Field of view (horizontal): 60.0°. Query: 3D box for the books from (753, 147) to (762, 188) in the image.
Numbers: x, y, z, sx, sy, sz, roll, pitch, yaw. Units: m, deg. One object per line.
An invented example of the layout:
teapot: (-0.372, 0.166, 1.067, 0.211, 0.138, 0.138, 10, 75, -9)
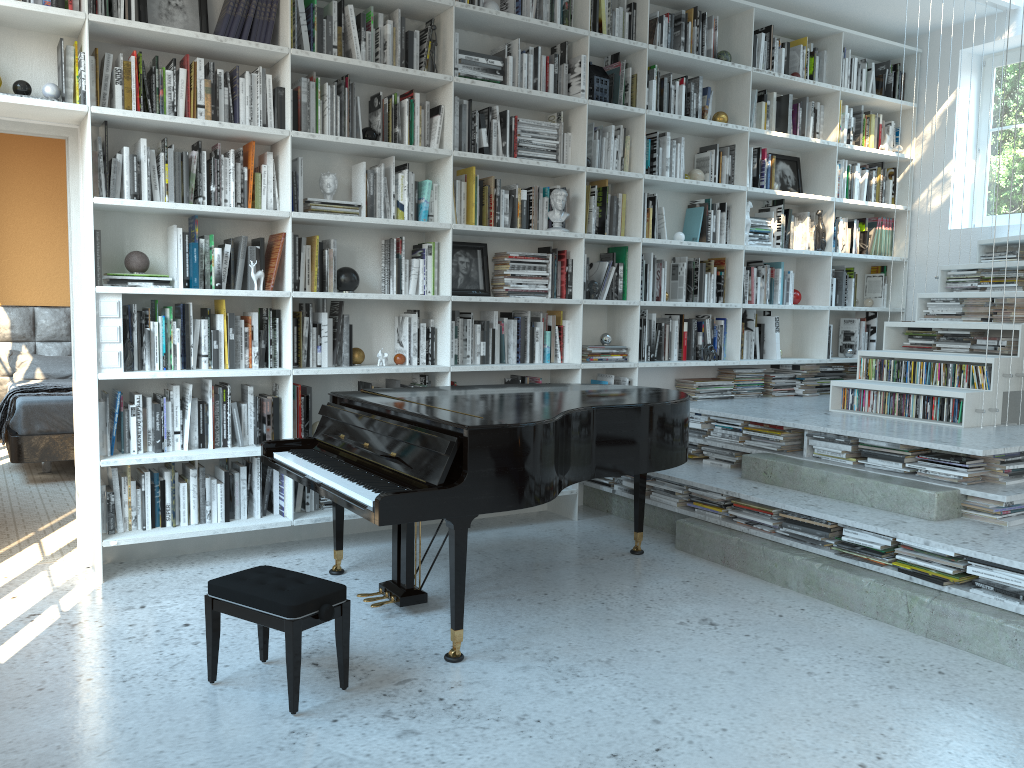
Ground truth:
books: (1.580, -1.412, 5.885, 0.012, 0.288, 0.176, -2, 6, -31)

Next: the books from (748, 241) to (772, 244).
books: (1.571, -0.944, 5.930, 0.285, 0.012, 0.159, -1, 5, -26)

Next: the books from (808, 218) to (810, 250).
books: (2.001, -1.034, 6.174, 0.041, 0.239, 0.176, -2, 6, -31)

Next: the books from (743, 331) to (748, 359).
books: (1.526, -0.265, 5.986, 0.030, 0.188, 0.139, -2, 6, -31)

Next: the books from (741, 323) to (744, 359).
books: (1.493, -0.290, 5.948, 0.015, 0.244, 0.156, -2, 6, -31)

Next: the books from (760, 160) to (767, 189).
books: (1.613, -1.372, 5.894, 0.013, 0.207, 0.189, -2, 6, -31)

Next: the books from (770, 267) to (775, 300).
books: (1.730, -0.669, 6.070, 0.012, 0.254, 0.160, -2, 6, -31)

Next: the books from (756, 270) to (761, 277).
books: (1.605, -0.652, 5.983, 0.012, 0.230, 0.179, -2, 6, -31)

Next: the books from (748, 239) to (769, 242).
books: (1.569, -0.957, 5.931, 0.254, 0.012, 0.160, -1, 5, -27)

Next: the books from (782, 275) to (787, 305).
books: (1.807, -0.643, 6.099, 0.030, 0.201, 0.189, -2, 6, -31)

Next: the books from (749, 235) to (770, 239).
books: (1.569, -0.981, 5.934, 0.285, 0.012, 0.159, -2, 6, -33)

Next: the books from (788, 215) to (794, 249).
books: (1.873, -1.033, 6.110, 0.031, 0.242, 0.147, -2, 6, -31)

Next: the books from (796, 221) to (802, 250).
books: (1.943, -1.021, 6.165, 0.025, 0.213, 0.155, -2, 6, -31)

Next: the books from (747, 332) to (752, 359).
books: (1.553, -0.263, 5.994, 0.024, 0.185, 0.149, -2, 6, -31)

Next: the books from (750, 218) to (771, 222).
books: (1.572, -1.090, 5.925, 0.285, 0.012, 0.159, -2, 6, -33)

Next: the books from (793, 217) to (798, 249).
books: (1.917, -1.032, 6.156, 0.028, 0.235, 0.129, -2, 6, -31)

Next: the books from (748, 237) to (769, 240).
books: (1.567, -0.969, 5.934, 0.254, 0.012, 0.160, -2, 5, -29)

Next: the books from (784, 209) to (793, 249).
books: (1.830, -1.051, 6.074, 0.059, 0.282, 0.167, -2, 6, -31)

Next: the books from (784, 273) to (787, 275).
books: (1.828, -0.654, 6.129, 0.037, 0.219, 0.139, -2, 6, -31)

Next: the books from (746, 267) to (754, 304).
books: (1.543, -0.657, 5.928, 0.045, 0.246, 0.185, -2, 6, -31)

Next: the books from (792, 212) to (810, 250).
books: (1.976, -1.049, 6.154, 0.021, 0.271, 0.191, -2, 6, -31)

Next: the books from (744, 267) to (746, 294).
books: (1.496, -0.657, 5.921, 0.024, 0.247, 0.143, -2, 6, -31)

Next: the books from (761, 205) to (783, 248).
books: (1.760, -1.056, 6.018, 0.011, 0.300, 0.184, -2, 6, -31)

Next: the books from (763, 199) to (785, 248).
books: (1.770, -1.076, 6.021, 0.010, 0.339, 0.180, -2, 6, -31)

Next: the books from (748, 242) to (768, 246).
books: (1.569, -0.932, 5.934, 0.254, 0.012, 0.160, -2, 6, -35)

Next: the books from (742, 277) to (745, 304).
books: (1.471, -0.654, 5.893, 0.047, 0.244, 0.177, -2, 6, -31)

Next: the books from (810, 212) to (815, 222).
books: (2.078, -1.062, 6.254, 0.029, 0.284, 0.138, -2, 6, -31)

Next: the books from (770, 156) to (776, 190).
books: (1.687, -1.393, 5.943, 0.026, 0.244, 0.177, -2, 6, -31)

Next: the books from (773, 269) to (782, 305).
books: (1.758, -0.662, 6.059, 0.023, 0.244, 0.189, -2, 6, -31)

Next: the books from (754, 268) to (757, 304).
books: (1.565, -0.655, 5.960, 0.026, 0.239, 0.177, -2, 6, -31)

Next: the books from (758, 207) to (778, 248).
books: (1.736, -1.051, 6.035, 0.012, 0.285, 0.159, -2, 6, -31)

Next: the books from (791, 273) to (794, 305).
books: (1.880, -0.657, 6.152, 0.027, 0.223, 0.170, -2, 6, -31)

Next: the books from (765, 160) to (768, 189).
books: (1.637, -1.377, 5.926, 0.033, 0.213, 0.152, -2, 6, -31)

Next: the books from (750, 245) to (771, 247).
books: (1.569, -0.920, 5.934, 0.285, 0.012, 0.159, -1, 5, -27)

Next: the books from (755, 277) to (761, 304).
books: (1.593, -0.626, 5.967, 0.027, 0.182, 0.186, -2, 6, -31)

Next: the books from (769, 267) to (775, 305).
books: (1.711, -0.663, 6.029, 0.014, 0.249, 0.177, -2, 6, -31)

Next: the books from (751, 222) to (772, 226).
books: (1.572, -1.066, 5.927, 0.285, 0.012, 0.159, -2, 5, -29)

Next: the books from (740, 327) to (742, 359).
books: (1.471, -0.276, 5.949, 0.023, 0.214, 0.163, -2, 6, -31)

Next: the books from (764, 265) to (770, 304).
books: (1.660, -0.668, 5.993, 0.012, 0.262, 0.186, -2, 6, -31)

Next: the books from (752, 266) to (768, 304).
books: (1.635, -0.663, 5.973, 0.028, 0.255, 0.191, -2, 6, -31)

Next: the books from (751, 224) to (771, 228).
books: (1.576, -1.053, 5.922, 0.285, 0.012, 0.159, -2, 6, -36)

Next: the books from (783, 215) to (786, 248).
books: (1.782, -1.026, 6.043, 0.030, 0.237, 0.179, -2, 6, -31)

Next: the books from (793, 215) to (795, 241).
books: (1.891, -1.039, 6.141, 0.031, 0.250, 0.133, -2, 6, -31)

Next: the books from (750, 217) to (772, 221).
books: (1.573, -1.102, 5.923, 0.285, 0.012, 0.159, -2, 5, -29)

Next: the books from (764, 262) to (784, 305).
books: (1.778, -0.686, 6.072, 0.026, 0.290, 0.181, -2, 6, -31)

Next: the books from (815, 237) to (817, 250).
books: (2.068, -1.007, 6.220, 0.027, 0.179, 0.166, -2, 6, -31)

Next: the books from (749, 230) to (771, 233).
books: (1.575, -1.017, 5.926, 0.254, 0.012, 0.160, -1, 5, -26)

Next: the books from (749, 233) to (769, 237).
books: (1.572, -0.993, 5.927, 0.254, 0.012, 0.160, -2, 6, -36)

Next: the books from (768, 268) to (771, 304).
books: (1.683, -0.663, 6.035, 0.026, 0.247, 0.165, -2, 6, -31)

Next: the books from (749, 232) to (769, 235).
books: (1.567, -1.006, 5.935, 0.254, 0.012, 0.160, -2, 5, -31)

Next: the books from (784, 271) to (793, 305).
books: (1.859, -0.663, 6.137, 0.025, 0.236, 0.181, -2, 6, -31)

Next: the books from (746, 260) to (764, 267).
books: (1.641, -0.687, 6.000, 0.013, 0.299, 0.147, -2, 6, -31)

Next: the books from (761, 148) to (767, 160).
books: (1.620, -1.412, 5.907, 0.014, 0.285, 0.175, -2, 6, -31)

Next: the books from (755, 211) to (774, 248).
books: (1.704, -1.033, 6.005, 0.012, 0.254, 0.160, -2, 6, -31)

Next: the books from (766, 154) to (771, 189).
books: (1.661, -1.398, 5.938, 0.021, 0.253, 0.166, -2, 6, -31)

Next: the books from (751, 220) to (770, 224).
books: (1.572, -1.078, 5.926, 0.254, 0.012, 0.160, -2, 5, -29)

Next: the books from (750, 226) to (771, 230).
books: (1.572, -1.042, 5.929, 0.285, 0.012, 0.159, -2, 5, -29)

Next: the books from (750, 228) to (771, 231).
books: (1.573, -1.030, 5.928, 0.285, 0.012, 0.159, -2, 6, -34)

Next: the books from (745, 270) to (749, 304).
books: (1.517, -0.645, 5.920, 0.011, 0.223, 0.162, -2, 6, -31)
